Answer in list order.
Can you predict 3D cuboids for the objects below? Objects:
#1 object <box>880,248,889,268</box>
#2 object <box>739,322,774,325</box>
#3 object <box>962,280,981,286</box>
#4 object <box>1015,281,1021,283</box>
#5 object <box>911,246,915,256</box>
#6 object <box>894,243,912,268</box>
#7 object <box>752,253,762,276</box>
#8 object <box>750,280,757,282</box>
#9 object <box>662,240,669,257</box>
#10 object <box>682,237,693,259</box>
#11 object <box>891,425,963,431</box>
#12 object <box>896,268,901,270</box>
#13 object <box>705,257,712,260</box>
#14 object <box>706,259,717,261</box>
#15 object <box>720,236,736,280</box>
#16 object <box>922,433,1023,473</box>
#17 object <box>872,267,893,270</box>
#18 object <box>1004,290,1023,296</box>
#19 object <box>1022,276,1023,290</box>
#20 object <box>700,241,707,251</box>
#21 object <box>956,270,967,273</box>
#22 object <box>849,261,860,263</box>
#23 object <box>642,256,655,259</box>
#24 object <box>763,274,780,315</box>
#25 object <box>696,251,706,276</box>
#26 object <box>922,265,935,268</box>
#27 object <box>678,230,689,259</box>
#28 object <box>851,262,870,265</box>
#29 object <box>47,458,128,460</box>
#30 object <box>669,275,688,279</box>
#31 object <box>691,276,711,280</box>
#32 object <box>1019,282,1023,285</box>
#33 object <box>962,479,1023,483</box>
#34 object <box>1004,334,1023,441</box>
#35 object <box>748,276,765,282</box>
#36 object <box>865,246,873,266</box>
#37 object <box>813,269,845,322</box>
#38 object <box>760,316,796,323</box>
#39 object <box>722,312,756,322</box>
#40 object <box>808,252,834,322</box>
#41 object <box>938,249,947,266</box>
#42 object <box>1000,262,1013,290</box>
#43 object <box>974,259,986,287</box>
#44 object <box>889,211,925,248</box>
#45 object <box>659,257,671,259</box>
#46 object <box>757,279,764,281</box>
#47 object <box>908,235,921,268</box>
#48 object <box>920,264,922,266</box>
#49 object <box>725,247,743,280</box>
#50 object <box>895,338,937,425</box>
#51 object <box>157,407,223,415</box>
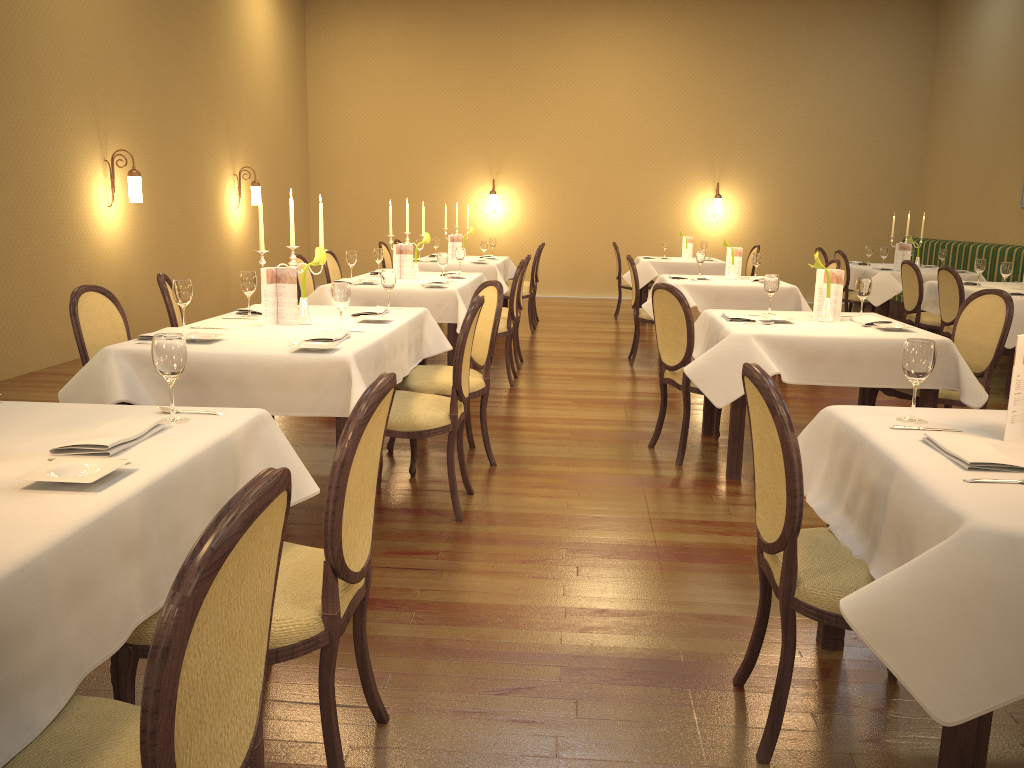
[{"bbox_3d":[4.160,-1.410,9.923,0.088,0.229,0.088,-7,14,-37],"label":"object"},{"bbox_3d":[1.274,-0.319,4.624,0.181,0.015,0.038,2,11,5],"label":"object"},{"bbox_3d":[3.946,-0.880,7.712,0.142,0.033,0.273,2,11,4],"label":"object"},{"bbox_3d":[4.628,-0.916,7.998,0.181,0.015,0.038,2,11,5],"label":"object"},{"bbox_3d":[4.839,-1.563,10.773,0.088,0.229,0.088,-7,14,-37],"label":"object"},{"bbox_3d":[4.420,-1.448,10.030,0.166,0.277,0.081,6,12,25],"label":"object"},{"bbox_3d":[2.178,-1.053,7.908,0.088,0.229,0.088,-7,14,-37],"label":"object"},{"bbox_3d":[2.121,-0.878,7.566,0.181,0.015,0.038,2,11,5],"label":"object"},{"bbox_3d":[1.970,-1.743,11.426,0.088,0.229,0.088,-7,14,-37],"label":"object"},{"bbox_3d":[2.243,-1.718,11.204,0.081,0.277,0.166,-8,14,-39],"label":"object"},{"bbox_3d":[1.114,0.119,2.381,0.185,0.010,0.017,2,11,4],"label":"object"},{"bbox_3d":[4.225,-1.231,9.552,0.160,0.024,0.160,2,11,4],"label":"object"},{"bbox_3d":[2.408,-1.568,11.095,0.142,0.033,0.273,2,11,4],"label":"object"},{"bbox_3d":[2.418,-1.514,10.830,0.160,0.024,0.160,2,11,4],"label":"object"},{"bbox_3d":[1.891,-1.097,7.725,0.163,0.375,0.076,-3,12,-19],"label":"object"},{"bbox_3d":[1.108,0.163,2.127,0.142,0.024,0.273,2,11,4],"label":"object"},{"bbox_3d":[4.045,-1.256,9.669,0.142,0.024,0.273,2,11,4],"label":"object"},{"bbox_3d":[3.823,-0.697,6.788,0.142,0.024,0.273,2,11,4],"label":"object"},{"bbox_3d":[4.189,-0.898,7.190,0.166,0.277,0.081,-4,12,-24],"label":"object"},{"bbox_3d":[2.437,-1.706,11.276,0.088,0.229,0.088,-7,14,-37],"label":"object"},{"bbox_3d":[4.742,-1.185,9.367,0.160,0.024,0.160,2,11,4],"label":"object"},{"bbox_3d":[4.197,-1.496,10.907,0.160,0.024,0.160,2,11,4],"label":"object"},{"bbox_3d":[1.725,-1.595,11.186,0.142,0.024,0.273,2,11,4],"label":"object"},{"bbox_3d":[1.482,-0.513,5.080,0.088,0.229,0.088,-9,15,-43],"label":"object"},{"bbox_3d":[1.711,-1.090,8.057,0.088,0.229,0.088,-7,14,-37],"label":"object"},{"bbox_3d":[4.831,-1.363,10.283,0.160,0.024,0.160,2,11,4],"label":"object"},{"bbox_3d":[2.150,-1.750,11.094,0.163,0.375,0.076,-3,12,-19],"label":"object"},{"bbox_3d":[4.168,-1.438,10.594,0.142,0.033,0.273,2,11,4],"label":"object"},{"bbox_3d":[-0.931,0.167,1.943,0.185,0.010,0.017,2,11,5],"label":"object"},{"bbox_3d":[1.466,-0.942,7.818,0.142,0.024,0.273,2,11,4],"label":"object"},{"bbox_3d":[1.646,-0.917,7.701,0.160,0.024,0.160,2,11,4],"label":"object"},{"bbox_3d":[4.547,-0.867,7.703,0.142,0.033,0.273,2,11,4],"label":"object"},{"bbox_3d":[1.066,0.207,1.914,0.181,0.015,0.038,2,11,5],"label":"object"},{"bbox_3d":[1.353,0.010,2.272,0.166,0.277,0.081,3,11,10],"label":"object"},{"bbox_3d":[2.149,-0.915,7.727,0.142,0.033,0.273,2,11,4],"label":"object"},{"bbox_3d":[4.178,-1.500,10.387,0.088,0.229,0.088,-7,14,-37],"label":"object"},{"bbox_3d":[1.755,-0.488,4.859,0.081,0.277,0.166,-8,14,-39],"label":"object"},{"bbox_3d":[1.417,-0.340,4.724,0.160,0.024,0.160,2,11,4],"label":"object"},{"bbox_3d":[1.237,-0.364,4.841,0.142,0.024,0.273,2,11,4],"label":"object"},{"bbox_3d":[1.662,-0.519,4.748,0.163,0.375,0.076,-3,12,-19],"label":"object"},{"bbox_3d":[4.761,-1.377,9.813,0.088,0.229,0.088,-7,14,-37],"label":"object"},{"bbox_3d":[3.909,-0.849,7.026,0.088,0.229,0.088,-7,14,-37],"label":"object"},{"bbox_3d":[3.956,-0.942,7.506,0.088,0.229,0.088,-7,14,-37],"label":"object"},{"bbox_3d":[4.573,-1.683,10.273,0.131,0.655,0.390,-8,14,-39],"label":"object"},{"bbox_3d":[1.905,-1.570,11.069,0.160,0.024,0.160,2,11,4],"label":"object"},{"bbox_3d":[2.159,-0.861,7.461,0.160,0.024,0.160,2,11,4],"label":"object"},{"bbox_3d":[4.589,-1.509,10.113,0.163,0.375,0.076,6,12,25],"label":"object"},{"bbox_3d":[4.768,-1.425,10.584,0.142,0.033,0.273,2,11,4],"label":"object"},{"bbox_3d":[1.984,-1.065,7.836,0.081,0.277,0.166,-8,14,-39],"label":"object"},{"bbox_3d":[1.122,-0.009,2.462,0.088,0.229,0.088,-7,14,-37],"label":"object"},{"bbox_3d":[-0.876,0.074,2.412,0.181,0.015,0.038,2,11,5],"label":"object"}]
